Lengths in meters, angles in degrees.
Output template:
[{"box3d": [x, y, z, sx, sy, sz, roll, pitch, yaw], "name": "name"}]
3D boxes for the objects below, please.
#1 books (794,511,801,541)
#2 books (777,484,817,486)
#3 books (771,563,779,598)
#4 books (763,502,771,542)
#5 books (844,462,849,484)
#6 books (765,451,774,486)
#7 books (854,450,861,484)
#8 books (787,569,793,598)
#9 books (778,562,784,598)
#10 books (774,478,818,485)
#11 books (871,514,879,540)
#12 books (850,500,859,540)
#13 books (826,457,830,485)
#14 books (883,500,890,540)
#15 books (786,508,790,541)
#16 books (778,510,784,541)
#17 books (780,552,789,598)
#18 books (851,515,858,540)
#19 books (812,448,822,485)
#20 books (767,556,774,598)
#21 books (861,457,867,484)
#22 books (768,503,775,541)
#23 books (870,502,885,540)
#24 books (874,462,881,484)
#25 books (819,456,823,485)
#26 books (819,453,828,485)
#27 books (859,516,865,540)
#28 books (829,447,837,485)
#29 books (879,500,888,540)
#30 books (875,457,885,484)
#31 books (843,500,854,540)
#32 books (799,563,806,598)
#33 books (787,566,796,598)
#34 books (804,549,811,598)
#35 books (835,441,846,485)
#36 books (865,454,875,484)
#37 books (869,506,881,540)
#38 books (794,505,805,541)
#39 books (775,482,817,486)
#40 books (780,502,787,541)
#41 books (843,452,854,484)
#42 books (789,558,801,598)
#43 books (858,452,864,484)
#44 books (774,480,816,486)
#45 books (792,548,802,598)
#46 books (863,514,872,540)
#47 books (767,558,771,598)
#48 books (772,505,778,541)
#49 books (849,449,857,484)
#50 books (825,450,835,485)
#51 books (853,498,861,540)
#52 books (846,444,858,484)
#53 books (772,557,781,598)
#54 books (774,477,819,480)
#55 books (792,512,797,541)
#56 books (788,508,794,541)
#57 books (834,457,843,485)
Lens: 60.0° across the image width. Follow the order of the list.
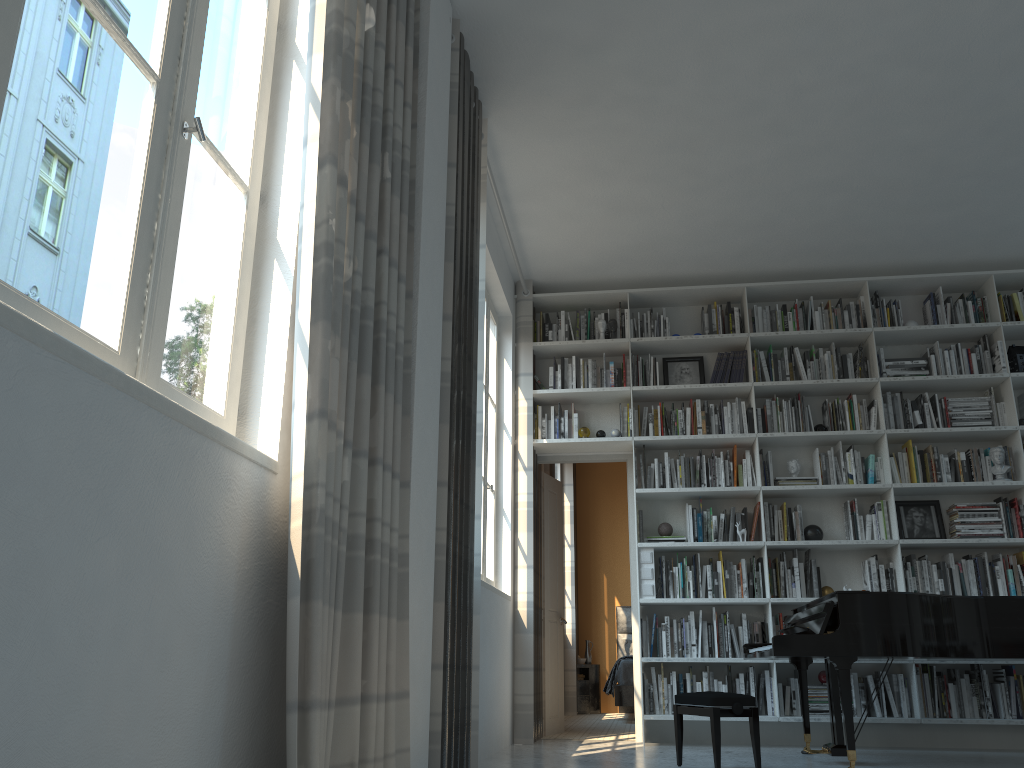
[{"box3d": [1.931, 0.988, 6.037, 0.028, 0.215, 0.175, -2, -18, 8], "name": "books"}, {"box3d": [1.956, 0.713, 6.126, 0.254, 0.012, 0.161, -1, -18, 4], "name": "books"}, {"box3d": [1.755, 1.332, 5.956, 0.030, 0.238, 0.157, -2, -18, 8], "name": "books"}, {"box3d": [1.741, 0.964, 6.079, 0.025, 0.283, 0.146, -2, -18, 8], "name": "books"}, {"box3d": [2.286, 0.644, 6.113, 0.025, 0.188, 0.140, -2, -18, 8], "name": "books"}, {"box3d": [1.798, 0.617, 6.185, 0.021, 0.277, 0.137, -2, -18, 8], "name": "books"}, {"box3d": [2.358, 0.602, 6.095, 0.023, 0.259, 0.171, -2, -18, 8], "name": "books"}, {"box3d": [1.849, 1.350, 5.941, 0.024, 0.195, 0.157, -2, -18, 8], "name": "books"}, {"box3d": [1.803, 1.326, 5.951, 0.042, 0.247, 0.163, -2, -18, 8], "name": "books"}, {"box3d": [1.957, 0.680, 6.142, 0.285, 0.012, 0.160, -3, -18, 10], "name": "books"}, {"box3d": [2.428, 0.985, 5.973, 0.024, 0.187, 0.173, -2, -18, 8], "name": "books"}, {"box3d": [2.314, 0.942, 6.010, 0.011, 0.290, 0.156, -2, -18, 8], "name": "books"}, {"box3d": [2.171, 0.632, 6.138, 0.024, 0.226, 0.138, -2, -18, 8], "name": "books"}, {"box3d": [2.499, 0.934, 5.967, 0.021, 0.280, 0.162, -2, -18, 8], "name": "books"}, {"box3d": [1.873, 0.979, 6.056, 0.014, 0.243, 0.153, -2, -18, 8], "name": "books"}, {"box3d": [1.827, 0.988, 6.060, 0.025, 0.227, 0.153, -2, -18, 8], "name": "books"}, {"box3d": [1.830, 1.293, 5.956, 0.014, 0.312, 0.166, -2, -18, 8], "name": "books"}, {"box3d": [2.294, 0.989, 5.986, 0.025, 0.185, 0.154, -2, -18, 8], "name": "books"}, {"box3d": [2.110, 0.599, 6.132, 0.012, 0.284, 0.160, -2, -18, 8], "name": "books"}, {"box3d": [1.734, 1.313, 5.969, 0.013, 0.282, 0.147, -2, -18, 8], "name": "books"}, {"box3d": [2.406, 0.625, 6.102, 0.026, 0.218, 0.150, -2, -18, 8], "name": "books"}, {"box3d": [1.767, 0.969, 6.079, 0.026, 0.274, 0.155, -2, -18, 8], "name": "books"}, {"box3d": [2.465, 0.944, 5.976, 0.027, 0.268, 0.179, -2, -18, 8], "name": "books"}, {"box3d": [2.491, 0.639, 6.079, 0.027, 0.180, 0.142, -2, -18, 8], "name": "books"}, {"box3d": [2.123, 0.628, 6.135, 0.010, 0.231, 0.155, -2, -18, 8], "name": "books"}, {"box3d": [2.140, 0.614, 6.118, 0.030, 0.246, 0.175, -2, -18, 8], "name": "books"}, {"box3d": [2.347, 0.994, 5.993, 0.030, 0.182, 0.155, -2, -18, 8], "name": "books"}, {"box3d": [2.207, 0.594, 6.116, 0.012, 0.285, 0.168, -2, -18, 8], "name": "books"}, {"box3d": [2.483, 0.935, 5.966, 0.011, 0.278, 0.188, -2, -18, 8], "name": "books"}, {"box3d": [2.518, 0.621, 6.083, 0.026, 0.216, 0.127, -2, -18, 8], "name": "books"}, {"box3d": [2.277, 0.944, 6.008, 0.012, 0.284, 0.160, -2, -18, 8], "name": "books"}, {"box3d": [1.938, 1.328, 5.945, 0.029, 0.240, 0.136, -2, -18, 8], "name": "books"}, {"box3d": [1.872, 1.339, 5.937, 0.021, 0.214, 0.172, -2, -18, 8], "name": "books"}, {"box3d": [1.974, 1.281, 5.938, 0.050, 0.327, 0.167, -2, -18, 8], "name": "books"}, {"box3d": [2.267, 0.573, 6.122, 0.010, 0.328, 0.174, -2, -18, 8], "name": "books"}, {"box3d": [2.446, 0.613, 6.075, 0.060, 0.226, 0.179, -2, -18, 8], "name": "books"}, {"box3d": [2.444, 0.954, 5.968, 0.012, 0.243, 0.171, -2, -18, 8], "name": "books"}, {"box3d": [1.961, 0.968, 6.055, 0.028, 0.265, 0.145, -2, -18, 8], "name": "books"}, {"box3d": [1.956, 0.701, 6.128, 0.254, 0.012, 0.161, -1, -18, 3], "name": "books"}, {"box3d": [1.850, 0.959, 6.044, 0.026, 0.273, 0.190, -2, -18, 8], "name": "books"}, {"box3d": [2.309, 0.610, 6.100, 0.028, 0.246, 0.170, -2, -18, 8], "name": "books"}, {"box3d": [1.895, 1.311, 5.939, 0.027, 0.268, 0.186, -2, -18, 8], "name": "books"}, {"box3d": [2.383, 0.609, 6.110, 0.022, 0.255, 0.152, -2, -18, 8], "name": "books"}, {"box3d": [1.956, 0.691, 6.136, 0.254, 0.012, 0.161, -1, -18, 5], "name": "books"}, {"box3d": [1.919, 1.285, 5.970, 0.013, 0.337, 0.138, -2, -18, 8], "name": "books"}, {"box3d": [2.387, 0.985, 5.974, 0.057, 0.188, 0.156, -2, -18, 8], "name": "books"}, {"box3d": [1.723, 1.320, 5.979, 0.013, 0.274, 0.147, -2, -18, 8], "name": "books"}, {"box3d": [1.797, 0.972, 6.066, 0.036, 0.262, 0.167, -2, -18, 8], "name": "books"}, {"box3d": [2.328, 0.597, 6.090, 0.012, 0.264, 0.193, -2, -18, 8], "name": "books"}, {"box3d": [2.191, 0.607, 6.127, 0.022, 0.266, 0.151, -2, -18, 8], "name": "books"}, {"box3d": [2.325, 0.938, 6.007, 0.012, 0.297, 0.166, -2, -18, 8], "name": "books"}, {"box3d": [2.341, 0.582, 6.102, 0.011, 0.299, 0.179, -2, -18, 8], "name": "books"}, {"box3d": [1.775, 1.313, 5.951, 0.012, 0.271, 0.182, -2, -18, 8], "name": "books"}, {"box3d": [1.956, 0.667, 6.141, 0.285, 0.012, 0.160, -1, -18, 4], "name": "books"}, {"box3d": [1.912, 0.993, 6.042, 0.011, 0.207, 0.180, -2, -18, 8], "name": "books"}, {"box3d": [1.896, 0.981, 6.069, 0.028, 0.247, 0.143, -2, -18, 8], "name": "books"}, {"box3d": [2.239, 0.627, 6.118, 0.048, 0.224, 0.150, -2, -18, 8], "name": "books"}]
